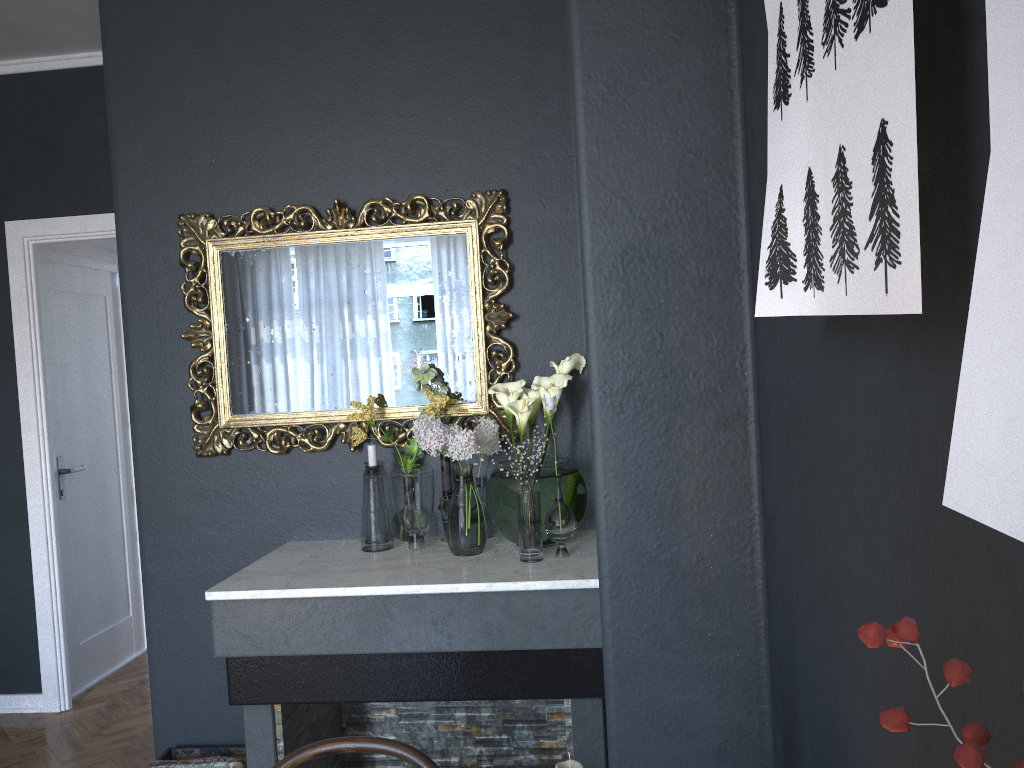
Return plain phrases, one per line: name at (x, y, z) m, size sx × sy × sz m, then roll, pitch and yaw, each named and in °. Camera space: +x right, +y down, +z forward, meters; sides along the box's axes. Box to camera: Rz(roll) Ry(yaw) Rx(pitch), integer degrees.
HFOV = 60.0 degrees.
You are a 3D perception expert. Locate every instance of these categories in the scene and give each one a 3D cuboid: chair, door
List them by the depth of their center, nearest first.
chair at (-0.243, 1.029, 1.171) m, size 0.438 × 0.921 × 0.549 m, roll -3°, pitch 2°, yaw 8°
door at (-2.194, 0.424, 4.606) m, size 0.162 × 2.188 × 0.856 m, roll -3°, pitch 2°, yaw 6°

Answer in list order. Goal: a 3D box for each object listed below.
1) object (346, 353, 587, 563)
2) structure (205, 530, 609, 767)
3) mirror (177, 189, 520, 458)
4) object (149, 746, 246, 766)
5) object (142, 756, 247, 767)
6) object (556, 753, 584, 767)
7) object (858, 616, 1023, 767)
object at (-0.152, 0.205, 2.529) m, size 0.727 × 0.547 × 0.474 m, roll -3°, pitch 2°, yaw 9°
structure at (-0.235, 0.979, 2.412) m, size 1.065 × 0.981 × 0.833 m, roll -3°, pitch 2°, yaw 6°
mirror at (-0.514, -0.179, 2.756) m, size 1.057 × 0.785 × 0.067 m, roll -3°, pitch 2°, yaw 6°
object at (-0.937, 1.332, 2.577) m, size 0.383 × 0.326 × 0.552 m, roll -3°, pitch 2°, yaw 6°
object at (-0.937, 1.256, 2.574) m, size 0.370 × 0.247 × 0.532 m, roll -3°, pitch 2°, yaw 6°
object at (0.057, 0.546, 0.822) m, size 0.223 × 0.420 × 0.368 m, roll -3°, pitch 2°, yaw 7°
object at (0.059, 0.307, 0.039) m, size 0.638 × 0.931 × 0.556 m, roll -4°, pitch 2°, yaw -24°
